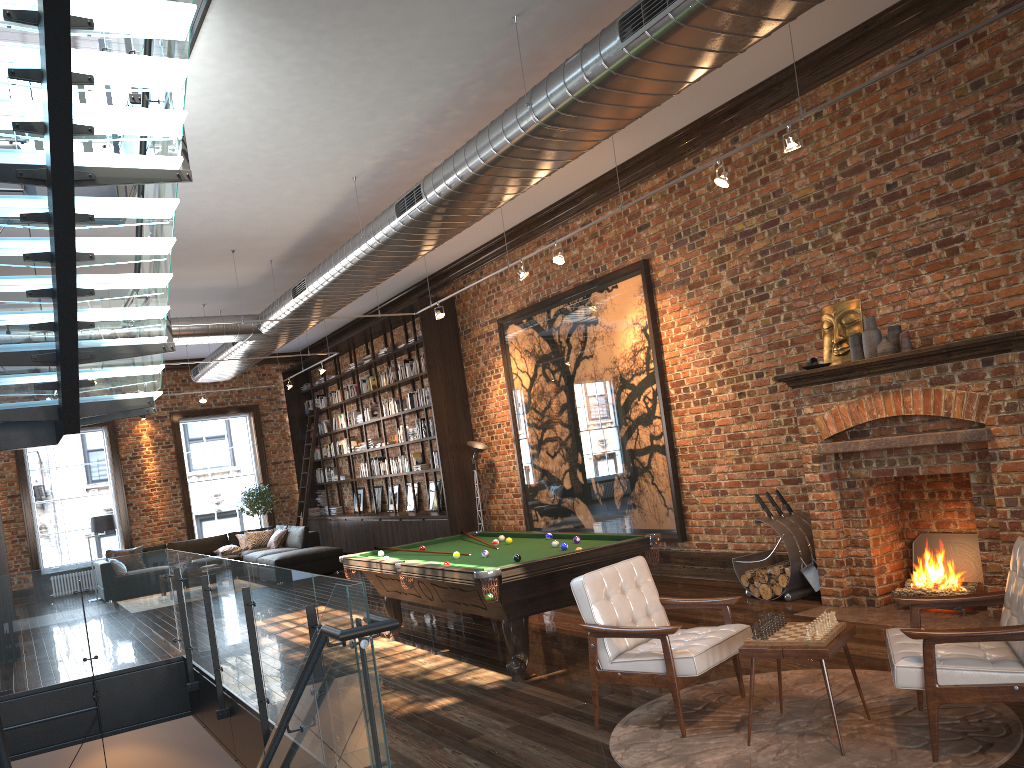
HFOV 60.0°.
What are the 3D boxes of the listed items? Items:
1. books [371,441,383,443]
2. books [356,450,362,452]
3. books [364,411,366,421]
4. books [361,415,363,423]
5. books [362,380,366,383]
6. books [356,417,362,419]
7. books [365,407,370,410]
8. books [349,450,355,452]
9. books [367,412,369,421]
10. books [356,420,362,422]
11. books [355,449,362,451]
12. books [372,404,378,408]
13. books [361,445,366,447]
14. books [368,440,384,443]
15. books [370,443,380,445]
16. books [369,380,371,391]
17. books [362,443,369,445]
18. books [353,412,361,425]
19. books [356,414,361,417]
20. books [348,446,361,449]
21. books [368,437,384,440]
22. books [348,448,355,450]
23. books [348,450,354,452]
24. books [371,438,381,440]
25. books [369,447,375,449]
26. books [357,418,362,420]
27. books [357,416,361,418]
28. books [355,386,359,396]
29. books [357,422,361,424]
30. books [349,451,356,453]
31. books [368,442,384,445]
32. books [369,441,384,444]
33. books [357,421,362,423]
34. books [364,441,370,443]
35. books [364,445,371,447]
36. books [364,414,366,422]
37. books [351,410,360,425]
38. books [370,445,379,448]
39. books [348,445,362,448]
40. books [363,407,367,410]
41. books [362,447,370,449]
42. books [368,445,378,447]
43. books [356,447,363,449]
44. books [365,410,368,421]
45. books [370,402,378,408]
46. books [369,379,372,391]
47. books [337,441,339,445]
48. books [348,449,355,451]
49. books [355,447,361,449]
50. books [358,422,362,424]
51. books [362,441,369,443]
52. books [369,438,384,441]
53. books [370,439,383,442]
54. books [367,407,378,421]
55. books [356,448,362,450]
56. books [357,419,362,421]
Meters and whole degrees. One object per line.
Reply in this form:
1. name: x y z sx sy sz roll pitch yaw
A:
1. books: -2.473 1.063 16.268 0.198 0.015 0.135 -5 -5 -30
2. books: -2.828 1.270 16.956 0.202 0.009 0.322 -5 -5 -31
3. books: -2.647 0.598 16.499 0.182 0.219 0.033 -7 0 -30
4. books: -2.724 0.635 16.630 0.192 0.187 0.029 -7 0 -30
5. books: -2.658 0.052 16.353 0.179 0.270 0.011 -7 0 -30
6. books: -2.820 0.634 16.809 0.160 0.025 0.300 -5 -5 -33
7. books: -2.620 0.565 16.444 0.184 0.269 0.027 -7 0 -30
8. books: -3.038 1.299 17.267 0.199 0.009 0.318 -5 -5 -33
9. books: -2.573 0.593 16.357 0.175 0.188 0.033 -7 0 -30
10. books: -2.812 0.688 16.812 0.159 0.012 0.335 -5 -5 -33
11. books: -2.840 1.253 16.951 0.200 0.009 0.362 -5 -5 -35
12. books: -2.488 0.516 16.248 0.132 0.299 0.012 -8 0 -30
13. books: -2.670 1.145 16.591 0.205 0.007 0.370 -6 -5 -26
14. books: -2.485 1.053 16.285 0.281 0.010 0.170 -5 -5 -31
15. books: -2.472 1.096 16.274 0.292 0.007 0.133 -6 -5 -27
16. books: -2.510 0.018 16.111 0.165 0.260 0.007 -7 0 -30
17. books: -2.673 1.115 16.590 0.206 0.008 0.330 -6 -5 -24
18. books: -2.930 0.658 16.962 0.190 0.249 0.024 -7 0 -30
19. books: -2.819 0.585 16.813 0.159 0.024 0.333 -5 -5 -30
20. books: -3.044 1.234 17.266 0.197 0.017 0.356 -6 -5 -28
21. books: -2.493 1.004 16.287 0.284 0.012 0.160 -5 -5 -34
22. books: -3.046 1.252 17.264 0.199 0.018 0.318 -5 -5 -34
23. books: -3.040 1.290 17.267 0.197 0.008 0.356 -5 -5 -33
24. books: -2.486 1.011 16.276 0.294 0.004 0.145 -5 -5 -32
25. books: -2.464 1.161 16.276 0.290 0.008 0.132 -5 -5 -34
26. books: -2.819 0.659 16.807 0.159 0.024 0.337 -6 -5 -26
27. books: -2.820 0.610 16.811 0.159 0.024 0.334 -6 -5 -28
28. books: -2.893 0.143 16.841 0.137 0.229 0.066 -7 0 -30
29. books: -2.807 0.724 16.812 0.159 0.012 0.335 -6 -5 -28
30. books: -3.036 1.316 17.267 0.197 0.008 0.356 -6 -5 -27
31. books: -2.479 1.090 16.285 0.291 0.008 0.159 -6 -5 -27
32. books: -2.479 1.079 16.282 0.234 0.014 0.167 -5 -5 -30
33. books: -2.812 0.713 16.810 0.160 0.012 0.300 -6 -5 -26
34. books: -2.670 1.084 16.593 0.206 0.008 0.330 -6 -5 -21
35. books: -2.662 1.159 16.593 0.205 0.007 0.370 -6 -5 -28
36. books: -2.672 0.606 16.538 0.189 0.216 0.031 -7 0 -30
37. books: -3.008 0.653 17.116 0.174 0.303 0.067 -8 0 -30
38. books: -2.469 1.145 16.282 0.243 0.025 0.162 -5 -5 -31
39. books: -3.041 1.217 17.269 0.197 0.017 0.356 -5 -5 -30
40. books: -2.717 0.581 16.582 0.189 0.284 0.013 -7 0 -30
41. books: -2.653 1.189 16.596 0.206 0.008 0.330 -5 -5 -30
42. books: -2.477 1.131 16.291 0.280 0.008 0.169 -5 -5 -34
43. books: -2.838 1.216 16.955 0.202 0.009 0.322 -5 -5 -32
44. books: -2.611 0.585 16.416 0.189 0.223 0.027 -7 0 -30
45. books: -2.512 0.502 16.251 0.155 0.334 0.014 -8 0 -30
46. books: -2.481 0.022 16.048 0.170 0.234 0.017 -7 0 -30
47. books: -3.433 1.292 17.977 0.181 0.291 0.014 -7 0 -30
48. books: -3.047 1.270 17.262 0.197 0.017 0.356 -6 -5 -25
49. books: -2.836 1.207 16.956 0.200 0.009 0.362 -5 -5 -31
50. books: -2.807 0.736 16.811 0.160 0.012 0.300 -6 -5 -27
51. books: -2.681 1.077 16.588 0.206 0.008 0.330 -6 -5 -25
52. books: -2.490 1.022 16.286 0.242 0.015 0.166 -6 -5 -27
53. books: -2.491 1.039 16.292 0.195 0.019 0.174 -6 -5 -25
54. books: -2.495 0.546 16.186 0.271 0.241 0.084 -7 -1 -30
55. books: -2.838 1.234 16.953 0.200 0.009 0.362 -6 -5 -27
56. books: -2.811 0.676 16.813 0.159 0.012 0.335 -5 -5 -32
